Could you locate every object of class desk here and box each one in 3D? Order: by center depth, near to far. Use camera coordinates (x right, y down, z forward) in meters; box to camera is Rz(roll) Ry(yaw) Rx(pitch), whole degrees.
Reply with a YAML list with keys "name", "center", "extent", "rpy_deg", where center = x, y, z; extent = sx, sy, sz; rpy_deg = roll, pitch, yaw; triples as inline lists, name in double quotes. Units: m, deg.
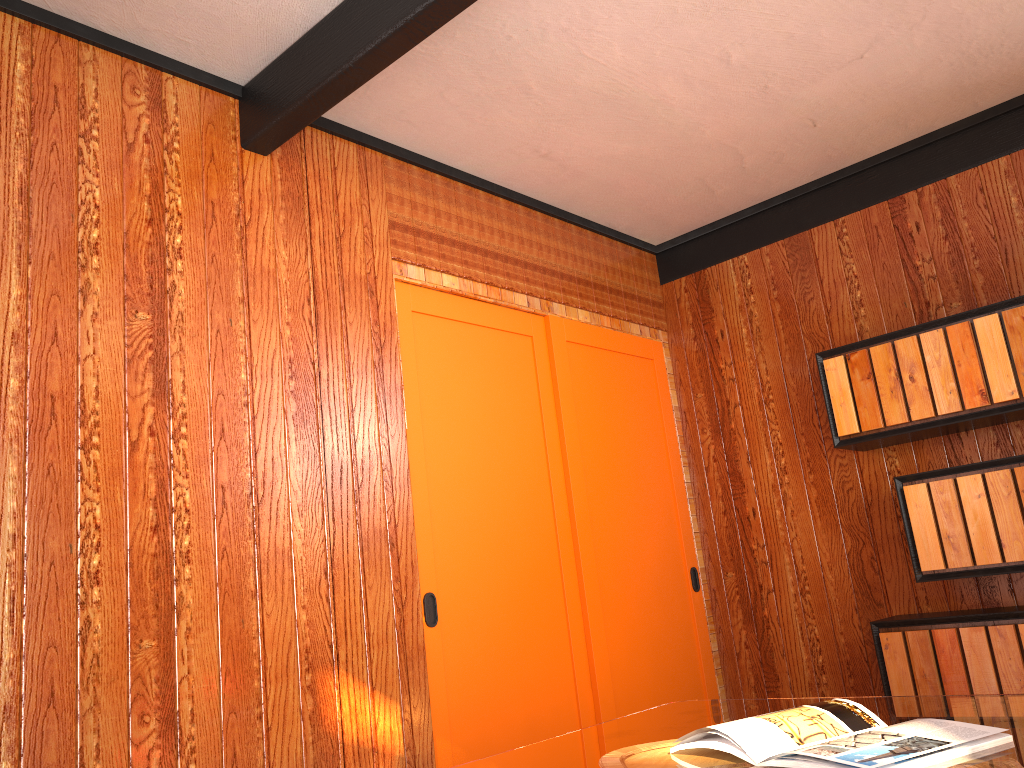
- name: "desk"
  center: [0.747, 0.790, 1.073]
  extent: [1.900, 0.632, 1.150]
  rpy_deg: [-18, -18, 40]

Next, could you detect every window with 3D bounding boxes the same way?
- name: "window"
  center: [0.256, 0.695, 3.526]
  extent: [0.070, 2.164, 1.837]
  rpy_deg: [-19, -18, 40]

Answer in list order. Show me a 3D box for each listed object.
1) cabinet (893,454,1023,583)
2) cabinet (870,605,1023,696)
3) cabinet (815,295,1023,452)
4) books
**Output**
- name: "cabinet"
  center: [2.151, 0.351, 2.857]
  extent: [1.653, 0.390, 0.321]
  rpy_deg: [-18, -18, 40]
- name: "cabinet"
  center: [2.064, 0.895, 2.862]
  extent: [1.653, 0.390, 0.321]
  rpy_deg: [-18, -18, 40]
- name: "cabinet"
  center: [1.944, -0.122, 3.113]
  extent: [1.653, 0.390, 0.321]
  rpy_deg: [-18, -18, 40]
- name: "books"
  center: [0.494, 0.548, 1.397]
  extent: [0.300, 0.049, 0.422]
  rpy_deg: [1, -16, -29]
